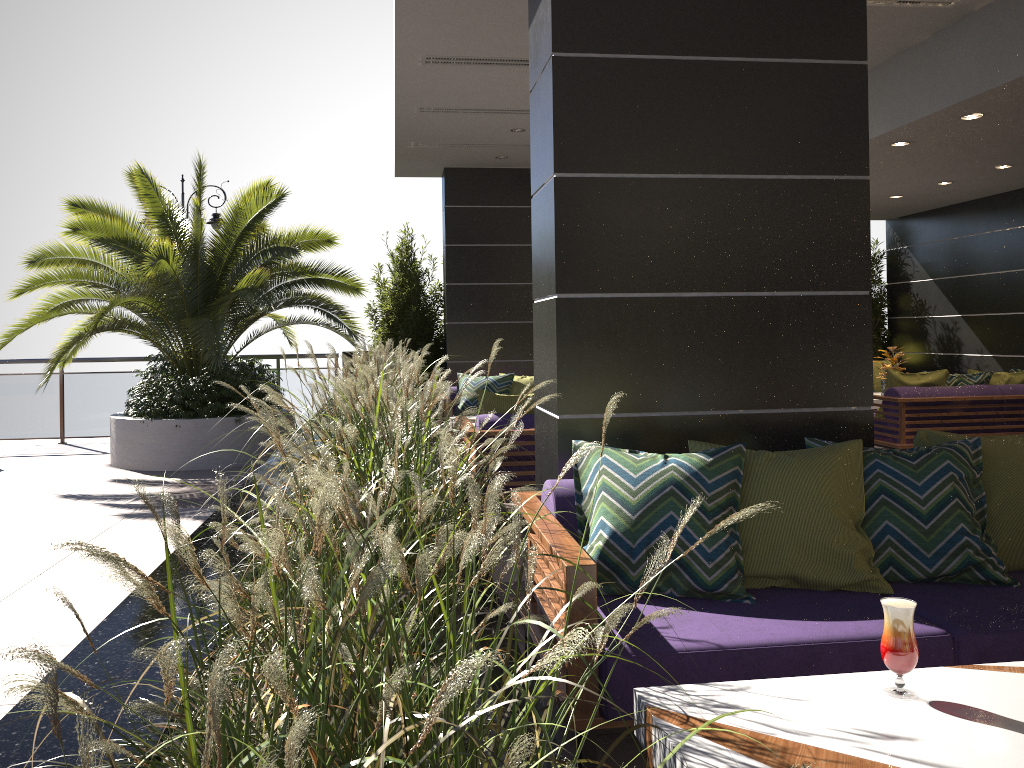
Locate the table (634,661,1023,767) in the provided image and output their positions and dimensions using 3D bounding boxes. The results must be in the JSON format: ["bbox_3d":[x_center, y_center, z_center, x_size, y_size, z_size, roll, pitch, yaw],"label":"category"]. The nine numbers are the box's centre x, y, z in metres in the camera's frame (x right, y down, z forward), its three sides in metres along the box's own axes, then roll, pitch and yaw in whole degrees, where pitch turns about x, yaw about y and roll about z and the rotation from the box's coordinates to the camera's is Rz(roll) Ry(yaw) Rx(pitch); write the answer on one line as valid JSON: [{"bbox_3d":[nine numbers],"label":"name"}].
[{"bbox_3d":[1.320,0.893,1.452,2.037,0.554,0.942,-1,2,-8],"label":"table"}]

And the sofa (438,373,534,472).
[{"bbox_3d":[0.365,0.319,8.689,2.126,0.920,1.120,-1,2,-8],"label":"sofa"}]

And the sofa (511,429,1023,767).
[{"bbox_3d":[1.127,0.631,2.937,2.126,0.920,1.120,-1,2,-8],"label":"sofa"}]

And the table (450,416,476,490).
[{"bbox_3d":[0.527,0.569,7.439,2.037,0.554,0.942,-1,2,-8],"label":"table"}]

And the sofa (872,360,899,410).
[{"bbox_3d":[3.928,0.149,10.763,2.126,0.920,1.120,-1,2,-8],"label":"sofa"}]

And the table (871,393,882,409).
[{"bbox_3d":[4.119,0.401,9.468,2.037,0.554,0.942,-1,2,-8],"label":"table"}]

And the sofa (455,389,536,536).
[{"bbox_3d":[0.703,0.457,6.143,2.126,0.920,1.120,-1,2,-8],"label":"sofa"}]

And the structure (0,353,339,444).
[{"bbox_3d":[-7.217,0.737,2.003,12.917,1.058,17.516,-1,3,-8],"label":"structure"}]

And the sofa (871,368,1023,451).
[{"bbox_3d":[4.266,0.286,8.217,2.126,0.920,1.120,-1,2,-8],"label":"sofa"}]

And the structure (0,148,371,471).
[{"bbox_3d":[-3.382,-0.857,9.470,3.751,3.303,3.804,0,2,35],"label":"structure"}]

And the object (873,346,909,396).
[{"bbox_3d":[4.064,-0.137,9.455,0.430,0.526,0.425,-1,1,10],"label":"object"}]

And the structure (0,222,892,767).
[{"bbox_3d":[3.172,-0.365,0.436,7.817,3.121,24.746,-1,3,-7],"label":"structure"}]

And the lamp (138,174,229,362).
[{"bbox_3d":[-4.076,-0.950,11.009,1.122,3.328,0.264,-1,0,-8],"label":"lamp"}]

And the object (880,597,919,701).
[{"bbox_3d":[0.760,0.518,1.737,0.069,0.181,0.069,-1,0,-25],"label":"object"}]
